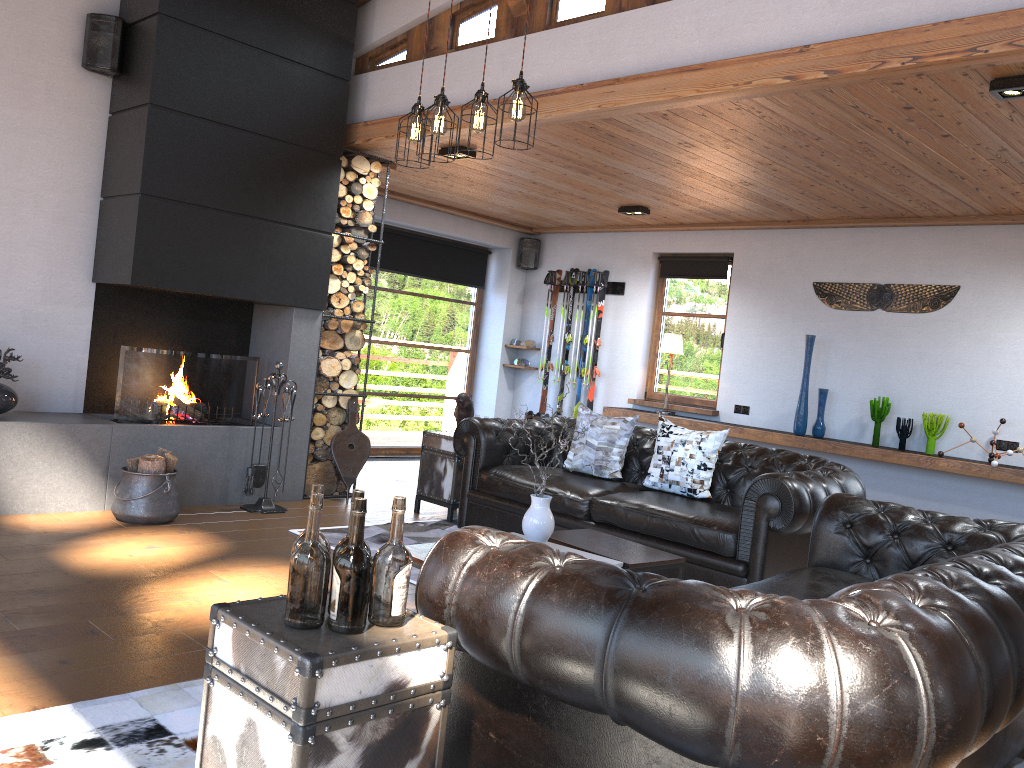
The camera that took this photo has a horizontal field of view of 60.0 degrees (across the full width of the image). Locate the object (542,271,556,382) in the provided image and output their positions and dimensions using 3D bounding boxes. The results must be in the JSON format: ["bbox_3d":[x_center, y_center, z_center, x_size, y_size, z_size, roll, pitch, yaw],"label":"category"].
[{"bbox_3d":[0.373,-0.631,9.806,0.120,1.249,0.059,7,1,26],"label":"object"}]

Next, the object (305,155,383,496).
[{"bbox_3d":[-1.428,-0.454,6.858,0.461,2.611,0.499,7,1,44],"label":"object"}]

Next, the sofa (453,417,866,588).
[{"bbox_3d":[0.869,0.728,5.620,2.538,0.838,1.254,8,2,43],"label":"sofa"}]

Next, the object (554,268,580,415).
[{"bbox_3d":[0.568,-0.463,9.630,0.103,1.621,0.257,7,1,40],"label":"object"}]

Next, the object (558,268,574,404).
[{"bbox_3d":[0.580,-0.466,9.734,0.072,1.621,0.112,7,1,44],"label":"object"}]

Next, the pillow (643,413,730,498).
[{"bbox_3d":[1.076,0.441,5.515,0.286,0.469,0.522,5,2,-43],"label":"pillow"}]

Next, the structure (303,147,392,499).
[{"bbox_3d":[-1.415,-0.459,6.857,0.506,2.616,0.507,7,1,44],"label":"structure"}]

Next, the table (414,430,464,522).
[{"bbox_3d":[-0.410,0.672,6.524,0.413,0.609,0.410,8,2,44],"label":"table"}]

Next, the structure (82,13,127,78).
[{"bbox_3d":[-2.605,-2.169,5.667,0.211,0.349,0.216,7,2,44],"label":"structure"}]

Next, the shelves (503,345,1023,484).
[{"bbox_3d":[2.272,0.377,7.994,6.569,0.988,0.619,8,2,44],"label":"shelves"}]

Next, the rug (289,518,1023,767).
[{"bbox_3d":[0.874,1.147,4.920,3.999,0.053,2.460,8,3,45],"label":"rug"}]

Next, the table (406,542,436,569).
[{"bbox_3d":[-0.182,0.914,3.707,0.643,0.350,0.405,8,2,44],"label":"table"}]

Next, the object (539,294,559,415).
[{"bbox_3d":[0.392,-0.460,9.880,0.094,1.606,0.116,7,1,44],"label":"object"}]

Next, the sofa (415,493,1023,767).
[{"bbox_3d":[1.020,0.841,2.751,1.226,0.838,2.595,8,2,43],"label":"sofa"}]

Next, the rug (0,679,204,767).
[{"bbox_3d":[-0.545,1.092,1.890,3.852,0.053,2.405,4,3,-45],"label":"rug"}]

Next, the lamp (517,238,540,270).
[{"bbox_3d":[0.192,-1.494,10.189,0.211,0.349,0.216,7,2,44],"label":"lamp"}]

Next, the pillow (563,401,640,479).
[{"bbox_3d":[0.597,0.373,5.982,0.286,0.469,0.522,5,2,-43],"label":"pillow"}]

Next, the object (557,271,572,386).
[{"bbox_3d":[0.537,-0.607,9.645,0.120,1.249,0.059,7,1,26],"label":"object"}]

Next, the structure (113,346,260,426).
[{"bbox_3d":[-2.135,0.043,5.997,0.181,0.514,0.994,7,2,44],"label":"structure"}]

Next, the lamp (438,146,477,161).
[{"bbox_3d":[-0.403,-1.704,6.522,0.258,0.068,0.157,8,3,44],"label":"lamp"}]

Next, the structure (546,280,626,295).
[{"bbox_3d":[0.722,-1.063,9.594,1.039,0.135,0.322,8,3,44],"label":"structure"}]

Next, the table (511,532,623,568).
[{"bbox_3d":[0.108,0.935,4.043,0.643,0.350,0.405,8,2,39],"label":"table"}]

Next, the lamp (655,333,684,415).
[{"bbox_3d":[1.645,0.258,8.836,0.639,1.481,0.243,5,1,-43],"label":"lamp"}]

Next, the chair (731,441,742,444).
[{"bbox_3d":[1.787,0.844,7.452,0.446,0.716,0.436,5,2,-42],"label":"chair"}]

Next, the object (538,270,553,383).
[{"bbox_3d":[0.347,-0.631,9.727,0.058,1.249,0.122,7,1,26],"label":"object"}]

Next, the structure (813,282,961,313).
[{"bbox_3d":[3.075,-0.728,7.428,1.234,0.239,0.099,8,2,44],"label":"structure"}]

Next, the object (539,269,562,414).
[{"bbox_3d":[0.454,-0.466,9.805,0.094,1.606,0.116,7,1,44],"label":"object"}]

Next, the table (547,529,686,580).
[{"bbox_3d":[0.453,0.962,4.349,0.405,0.350,0.643,5,2,-41],"label":"table"}]

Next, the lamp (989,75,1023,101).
[{"bbox_3d":[2.270,-1.320,3.913,0.258,0.068,0.157,8,3,44],"label":"lamp"}]

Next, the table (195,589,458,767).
[{"bbox_3d":[-0.430,0.822,1.996,0.413,0.609,0.410,8,2,44],"label":"table"}]

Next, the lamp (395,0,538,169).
[{"bbox_3d":[-0.152,-2.159,4.210,0.794,2.201,0.264,7,1,35],"label":"lamp"}]

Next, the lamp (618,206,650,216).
[{"bbox_3d":[1.117,-1.589,8.101,0.258,0.068,0.157,8,3,44],"label":"lamp"}]
